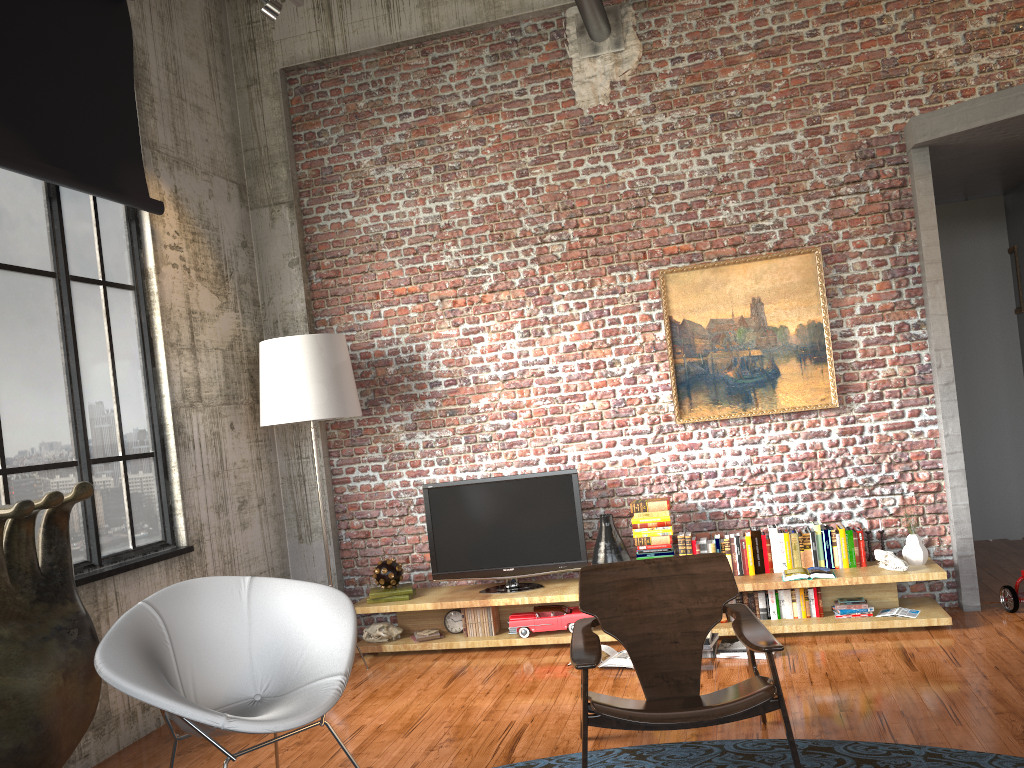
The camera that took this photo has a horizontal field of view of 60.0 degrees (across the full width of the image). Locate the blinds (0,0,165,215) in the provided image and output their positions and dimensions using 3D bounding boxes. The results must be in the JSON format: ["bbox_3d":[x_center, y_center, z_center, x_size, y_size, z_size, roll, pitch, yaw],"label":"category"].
[{"bbox_3d":[-2.578,-1.774,4.318,0.150,1.463,2.442,-6,-1,14],"label":"blinds"}]

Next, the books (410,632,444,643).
[{"bbox_3d":[-0.596,1.765,6.180,0.211,0.020,0.163,-6,-2,-19],"label":"books"}]

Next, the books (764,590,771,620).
[{"bbox_3d":[1.643,1.416,5.694,0.020,0.168,0.121,-6,-1,14],"label":"books"}]

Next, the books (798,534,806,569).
[{"bbox_3d":[1.883,1.091,5.765,0.027,0.223,0.161,-6,-1,13],"label":"books"}]

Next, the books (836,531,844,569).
[{"bbox_3d":[2.101,1.064,5.712,0.027,0.223,0.161,-6,-1,13],"label":"books"}]

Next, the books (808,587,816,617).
[{"bbox_3d":[1.901,1.379,5.634,0.034,0.181,0.131,-6,-1,14],"label":"books"}]

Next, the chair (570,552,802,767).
[{"bbox_3d":[0.691,1.234,3.845,0.875,0.793,1.043,-7,-1,4],"label":"chair"}]

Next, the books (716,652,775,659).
[{"bbox_3d":[1.397,1.586,5.260,0.313,0.017,0.231,-7,-2,29],"label":"books"}]

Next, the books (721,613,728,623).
[{"bbox_3d":[1.344,1.412,5.756,0.088,0.256,0.153,-7,0,14],"label":"books"}]

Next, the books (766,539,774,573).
[{"bbox_3d":[1.686,1.114,5.808,0.026,0.223,0.161,-6,-1,13],"label":"books"}]

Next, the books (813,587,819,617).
[{"bbox_3d":[1.924,1.372,5.622,0.019,0.189,0.120,-6,0,14],"label":"books"}]

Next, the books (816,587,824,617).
[{"bbox_3d":[1.945,1.368,5.614,0.026,0.191,0.138,-6,-1,14],"label":"books"}]

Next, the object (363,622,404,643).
[{"bbox_3d":[-0.904,1.744,6.247,0.274,0.133,0.183,-7,-1,23],"label":"object"}]

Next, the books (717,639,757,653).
[{"bbox_3d":[1.393,1.554,5.270,0.311,0.014,0.250,-7,-2,20],"label":"books"}]

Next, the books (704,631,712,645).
[{"bbox_3d":[1.045,1.525,5.329,0.297,0.035,0.236,-7,-2,16],"label":"books"}]

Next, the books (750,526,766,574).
[{"bbox_3d":[1.618,1.092,5.842,0.066,0.284,0.198,-6,-1,13],"label":"books"}]

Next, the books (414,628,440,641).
[{"bbox_3d":[-0.593,1.745,6.173,0.166,0.021,0.211,-6,-2,-11],"label":"books"}]

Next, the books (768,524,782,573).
[{"bbox_3d":[1.722,1.076,5.808,0.053,0.290,0.176,-6,0,13],"label":"books"}]

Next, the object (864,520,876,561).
[{"bbox_3d":[2.323,1.017,5.766,0.057,0.272,0.057,-6,0,-26],"label":"object"}]

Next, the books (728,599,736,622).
[{"bbox_3d":[1.431,1.419,5.756,0.049,0.214,0.149,-6,-1,14],"label":"books"}]

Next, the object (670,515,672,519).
[{"bbox_3d":[0.941,0.903,5.964,0.249,0.031,0.178,-7,-2,14],"label":"object"}]

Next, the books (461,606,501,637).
[{"bbox_3d":[-0.217,1.622,6.117,0.232,0.218,0.173,-7,-1,14],"label":"books"}]

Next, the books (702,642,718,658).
[{"bbox_3d":[1.082,1.615,5.393,0.320,0.040,0.236,-7,-2,16],"label":"books"}]

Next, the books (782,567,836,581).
[{"bbox_3d":[1.842,1.180,5.520,0.317,0.040,0.214,-7,-2,14],"label":"books"}]

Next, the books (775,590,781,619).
[{"bbox_3d":[1.701,1.409,5.680,0.020,0.168,0.121,-6,-1,14],"label":"books"}]

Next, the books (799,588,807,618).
[{"bbox_3d":[1.846,1.380,5.639,0.026,0.191,0.138,-6,-1,14],"label":"books"}]

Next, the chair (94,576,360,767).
[{"bbox_3d":[-1.031,1.295,3.463,1.055,1.030,0.808,-6,-1,-37],"label":"chair"}]

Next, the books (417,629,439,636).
[{"bbox_3d":[-0.585,1.727,6.167,0.115,0.016,0.113,-8,-2,38],"label":"books"}]

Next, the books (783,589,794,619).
[{"bbox_3d":[1.762,1.393,5.661,0.043,0.186,0.129,-6,-1,14],"label":"books"}]

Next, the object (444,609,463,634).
[{"bbox_3d":[-0.393,1.667,6.218,0.169,0.172,0.068,-7,0,15],"label":"object"}]

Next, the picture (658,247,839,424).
[{"bbox_3d":[1.580,-0.314,5.976,1.065,1.064,0.040,-7,0,14],"label":"picture"}]

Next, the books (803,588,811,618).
[{"bbox_3d":[1.871,1.377,5.636,0.026,0.191,0.138,-6,-1,14],"label":"books"}]

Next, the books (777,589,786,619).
[{"bbox_3d":[1.730,1.400,5.687,0.034,0.181,0.131,-6,-1,14],"label":"books"}]

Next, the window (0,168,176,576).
[{"bbox_3d":[-2.619,-0.637,4.365,0.050,3.435,2.577,-6,-1,14],"label":"window"}]

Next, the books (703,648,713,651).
[{"bbox_3d":[1.067,1.583,5.387,0.299,0.028,0.236,-7,-2,12],"label":"books"}]

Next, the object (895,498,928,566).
[{"bbox_3d":[2.491,0.902,5.510,0.197,0.445,0.234,-6,0,1],"label":"object"}]

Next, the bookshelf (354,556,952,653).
[{"bbox_3d":[0.793,1.511,5.952,3.848,0.359,0.548,-7,-1,14],"label":"bookshelf"}]

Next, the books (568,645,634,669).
[{"bbox_3d":[0.588,1.654,5.385,0.423,0.049,0.300,-7,-2,29],"label":"books"}]

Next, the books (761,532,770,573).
[{"bbox_3d":[1.660,1.104,5.817,0.026,0.250,0.160,-6,0,13],"label":"books"}]

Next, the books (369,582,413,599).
[{"bbox_3d":[-0.859,1.474,6.322,0.302,0.037,0.243,-6,-2,-6],"label":"books"}]

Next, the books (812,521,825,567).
[{"bbox_3d":[1.986,1.045,5.744,0.036,0.290,0.176,-6,0,13],"label":"books"}]

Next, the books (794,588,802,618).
[{"bbox_3d":[1.822,1.383,5.648,0.026,0.191,0.138,-6,-1,14],"label":"books"}]

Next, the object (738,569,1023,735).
[{"bbox_3d":[7.363,0.445,0.149,20.849,0.657,8.765,-7,-2,14],"label":"object"}]

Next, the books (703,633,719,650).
[{"bbox_3d":[1.065,1.553,5.351,0.320,0.028,0.262,-7,-2,24],"label":"books"}]

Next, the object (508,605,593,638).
[{"bbox_3d":[0.276,1.578,5.955,0.600,0.174,0.244,-7,-1,6],"label":"object"}]

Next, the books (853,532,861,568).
[{"bbox_3d":[2.201,1.052,5.685,0.026,0.223,0.161,-6,-1,13],"label":"books"}]

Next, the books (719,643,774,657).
[{"bbox_3d":[1.390,1.570,5.263,0.307,0.017,0.231,-7,-2,12],"label":"books"}]

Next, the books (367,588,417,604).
[{"bbox_3d":[-0.855,1.511,6.322,0.302,0.037,0.243,-7,-2,6],"label":"books"}]

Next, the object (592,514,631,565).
[{"bbox_3d":[0.668,1.120,6.059,0.268,0.455,0.267,-7,-1,45],"label":"object"}]

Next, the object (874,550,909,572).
[{"bbox_3d":[2.331,1.086,5.444,0.123,0.123,0.252,-6,-2,-31],"label":"object"}]

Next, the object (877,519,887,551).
[{"bbox_3d":[2.395,1.008,5.734,0.057,0.272,0.057,-6,0,-26],"label":"object"}]

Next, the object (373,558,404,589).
[{"bbox_3d":[-0.883,1.356,6.335,0.215,0.208,0.216,-7,-1,3],"label":"object"}]

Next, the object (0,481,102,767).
[{"bbox_3d":[-2.027,1.085,3.605,0.457,1.296,0.727,-7,0,26],"label":"object"}]
